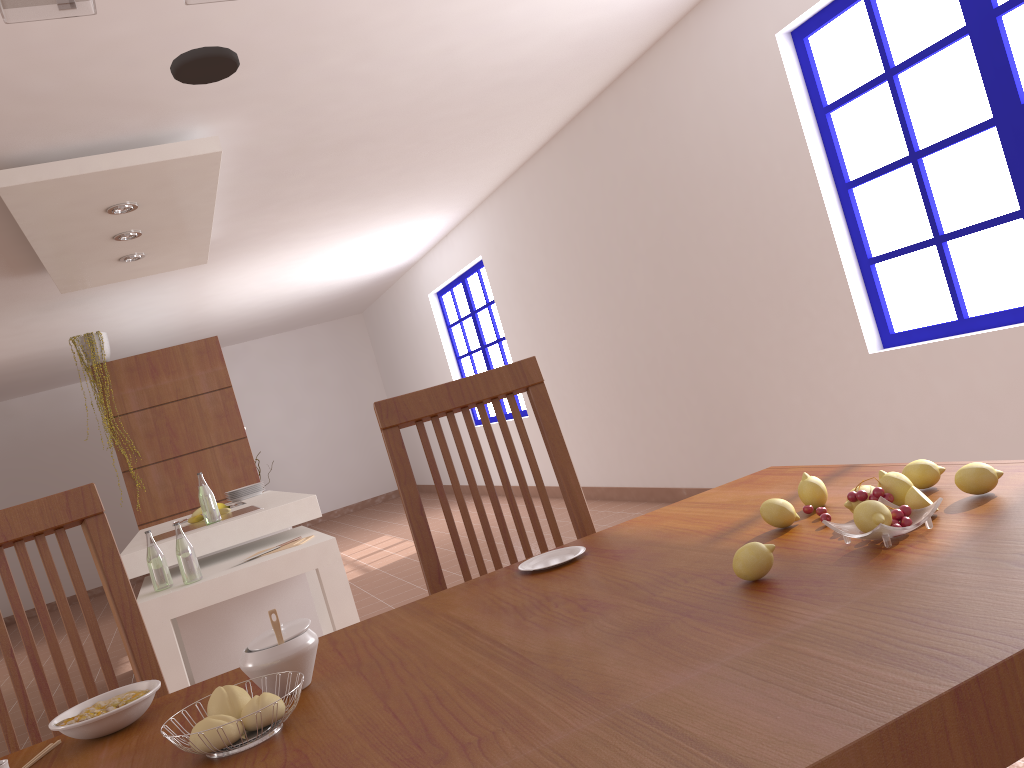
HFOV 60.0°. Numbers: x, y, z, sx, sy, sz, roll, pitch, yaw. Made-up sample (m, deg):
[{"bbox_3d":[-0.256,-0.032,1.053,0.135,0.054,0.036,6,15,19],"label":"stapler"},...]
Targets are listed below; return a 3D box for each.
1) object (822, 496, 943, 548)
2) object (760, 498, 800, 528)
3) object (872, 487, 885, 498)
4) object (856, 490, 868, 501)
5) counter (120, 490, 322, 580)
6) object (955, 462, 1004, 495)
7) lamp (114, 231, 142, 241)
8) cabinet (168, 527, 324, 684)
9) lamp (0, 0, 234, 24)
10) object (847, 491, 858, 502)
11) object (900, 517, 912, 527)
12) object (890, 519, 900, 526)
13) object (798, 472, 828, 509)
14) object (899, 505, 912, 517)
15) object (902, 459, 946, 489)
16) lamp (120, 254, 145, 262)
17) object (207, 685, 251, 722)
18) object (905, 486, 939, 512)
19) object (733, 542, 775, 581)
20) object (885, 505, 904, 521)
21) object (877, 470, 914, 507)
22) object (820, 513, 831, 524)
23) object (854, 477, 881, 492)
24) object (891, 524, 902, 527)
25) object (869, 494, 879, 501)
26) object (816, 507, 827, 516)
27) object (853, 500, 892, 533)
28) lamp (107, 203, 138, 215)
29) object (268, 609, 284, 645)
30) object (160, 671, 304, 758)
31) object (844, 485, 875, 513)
[{"bbox_3d":[0.414,0.154,0.985,0.092,0.032,0.091,-16,0,-21],"label":"object"},{"bbox_3d":[0.349,0.169,1.163,0.042,0.041,0.041,-16,0,44],"label":"object"},{"bbox_3d":[0.439,0.130,1.062,0.012,0.014,0.014,-16,0,-41],"label":"object"},{"bbox_3d":[0.423,0.135,1.072,0.014,0.014,0.012,-16,0,0],"label":"object"},{"bbox_3d":[-1.488,1.086,4.729,0.821,0.800,2.156,-16,0,-21],"label":"counter"},{"bbox_3d":[0.548,0.111,1.046,0.043,0.038,0.043,-16,0,-32],"label":"object"},{"bbox_3d":[-2.052,-0.808,4.726,0.143,0.059,0.143,-16,0,7],"label":"lamp"},{"bbox_3d":[-1.450,1.127,4.678,0.737,0.700,2.048,-16,0,-21],"label":"cabinet"},{"bbox_3d":[-0.523,-0.906,0.927,0.304,0.919,0.304,-16,0,-21],"label":"lamp"},{"bbox_3d":[0.417,0.138,1.085,0.014,0.014,0.013,-16,0,36],"label":"object"},{"bbox_3d":[0.435,0.153,0.980,0.013,0.014,0.014,-16,0,8],"label":"object"},{"bbox_3d":[0.424,0.157,0.983,0.014,0.013,0.014,-16,0,3],"label":"object"},{"bbox_3d":[0.415,0.147,1.225,0.038,0.053,0.039,-16,0,14],"label":"object"},{"bbox_3d":[0.442,0.143,0.998,0.014,0.014,0.012,-16,0,-9],"label":"object"},{"bbox_3d":[0.530,0.117,1.148,0.043,0.038,0.043,-16,0,-32],"label":"object"},{"bbox_3d":[-2.226,-0.756,5.191,0.143,0.059,0.143,-16,0,7],"label":"lamp"},{"bbox_3d":[-0.312,0.356,0.982,0.048,0.044,0.055,-16,0,-42],"label":"object"},{"bbox_3d":[0.471,0.135,1.025,0.033,0.036,0.039,-16,0,16],"label":"object"},{"bbox_3d":[0.265,0.195,0.974,0.041,0.041,0.042,-16,0,-36],"label":"object"},{"bbox_3d":[0.425,0.152,1.007,0.040,0.023,0.049,-16,0,24],"label":"object"},{"bbox_3d":[0.468,0.127,1.081,0.039,0.049,0.039,-16,0,-14],"label":"object"},{"bbox_3d":[0.394,0.169,1.115,0.014,0.014,0.012,-16,0,-33],"label":"object"},{"bbox_3d":[0.436,0.125,1.089,0.034,0.011,0.037,-16,0,29],"label":"object"},{"bbox_3d":[0.417,0.158,0.964,0.014,0.013,0.014,-16,0,-16],"label":"object"},{"bbox_3d":[0.437,0.138,1.067,0.012,0.014,0.014,-16,0,-41],"label":"object"},{"bbox_3d":[0.404,0.167,1.159,0.014,0.012,0.014,-16,0,-17],"label":"object"},{"bbox_3d":[0.397,0.147,0.976,0.043,0.038,0.042,-16,0,-45],"label":"object"},{"bbox_3d":[-1.874,-0.860,4.255,0.143,0.059,0.143,-16,0,-38],"label":"lamp"},{"bbox_3d":[-0.274,0.302,1.048,0.010,0.075,0.015,-16,0,-21],"label":"object"},{"bbox_3d":[-0.290,0.358,0.943,0.151,0.041,0.151,-16,0,29],"label":"object"},{"bbox_3d":[0.437,0.145,1.098,0.041,0.039,0.044,-16,0,32],"label":"object"}]
